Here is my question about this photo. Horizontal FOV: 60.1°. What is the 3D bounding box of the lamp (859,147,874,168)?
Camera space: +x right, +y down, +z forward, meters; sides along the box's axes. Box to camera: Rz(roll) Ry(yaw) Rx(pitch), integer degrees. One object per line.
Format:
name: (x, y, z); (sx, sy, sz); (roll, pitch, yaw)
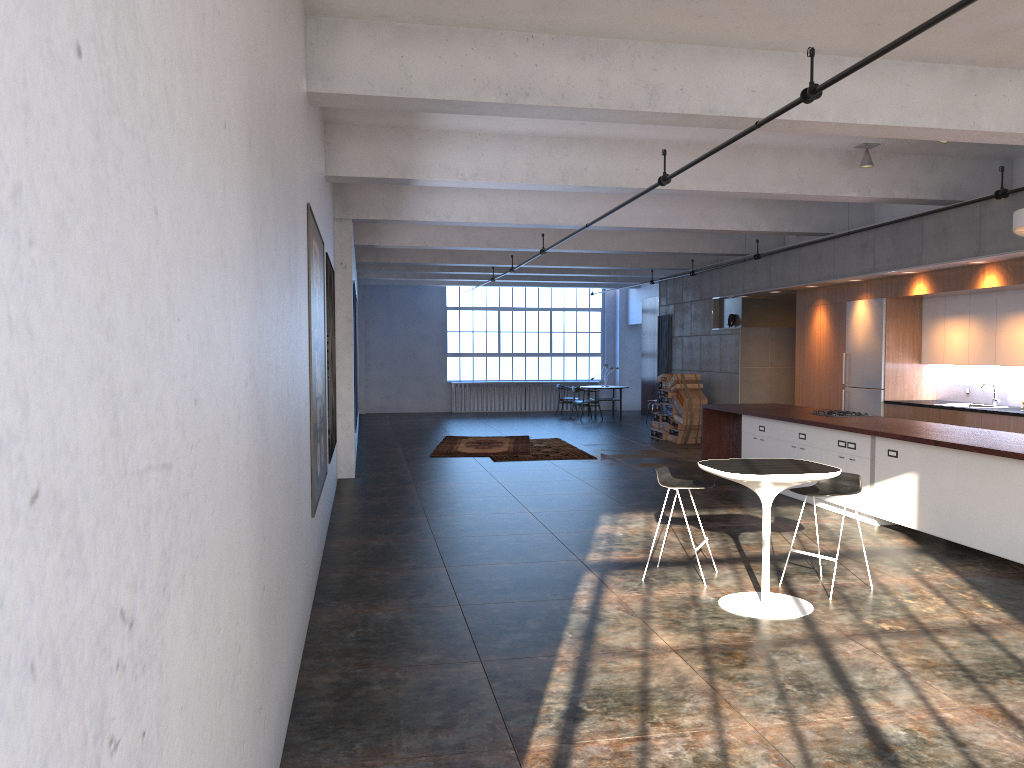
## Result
lamp: (3.897, -2.496, 9.726); (0.153, 0.216, 0.158); (1, 3, 27)

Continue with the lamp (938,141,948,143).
lamp: (4.041, -2.386, 8.251); (0.225, 0.287, 0.129); (-2, 3, -27)

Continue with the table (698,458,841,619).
table: (1.707, 1.023, 5.945); (0.835, 0.953, 0.821); (-1, 3, -11)

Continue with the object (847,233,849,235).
object: (5.900, 0.224, 9.939); (0.052, 0.053, 0.062); (0, 3, -4)

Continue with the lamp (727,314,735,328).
lamp: (3.993, -1.140, 16.050); (0.215, 0.259, 0.168); (-2, 3, -29)

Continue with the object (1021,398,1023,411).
object: (6.405, 0.504, 16.504); (0.949, 1.216, 13.172); (0, 2, 1)

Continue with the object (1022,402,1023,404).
object: (5.163, -0.899, 10.925); (0.054, 2.231, 2.363); (-2, 4, -34)

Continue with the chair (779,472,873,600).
chair: (2.271, 1.096, 6.393); (0.515, 0.896, 0.454); (-2, 4, -34)

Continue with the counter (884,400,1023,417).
counter: (6.239, 0.318, 10.081); (1.620, 0.039, 4.420); (0, 2, -10)

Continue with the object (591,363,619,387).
object: (2.477, -0.246, 23.604); (0.779, 0.625, 0.237); (0, 3, -9)

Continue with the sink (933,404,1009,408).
sink: (5.626, 0.360, 10.878); (0.527, 0.192, 0.723); (0, 2, -10)

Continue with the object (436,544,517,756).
object: (4.267, 1.400, 12.749); (19.901, 0.001, 26.958); (0, 2, -10)

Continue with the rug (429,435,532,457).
rug: (-0.505, 1.104, 16.190); (1.878, 0.048, 3.515); (0, 2, -1)

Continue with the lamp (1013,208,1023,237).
lamp: (4.465, -1.261, 6.799); (1.057, 0.130, 1.027); (1, 3, 36)

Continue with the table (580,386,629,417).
table: (2.472, 0.495, 23.660); (1.284, 0.852, 1.334); (2, 3, 33)

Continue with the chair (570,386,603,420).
chair: (1.890, 0.484, 22.568); (0.683, 0.865, 0.716); (-1, 3, -24)

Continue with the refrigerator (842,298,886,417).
refrigerator: (5.042, -0.091, 12.570); (0.222, 2.193, 0.946); (-1, 3, -12)

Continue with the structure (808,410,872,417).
structure: (3.878, 0.363, 10.488); (0.516, 0.072, 0.634); (0, 2, -10)

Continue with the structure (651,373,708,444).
structure: (3.191, 0.438, 17.194); (0.643, 1.316, 1.896); (-1, 3, -10)

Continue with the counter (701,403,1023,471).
counter: (3.823, 0.886, 9.560); (1.151, 0.972, 6.596); (0, 2, -10)

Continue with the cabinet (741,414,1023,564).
cabinet: (3.913, 0.938, 8.962); (0.929, 0.931, 5.598); (-1, 2, -10)

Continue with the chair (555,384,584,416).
chair: (1.552, 0.435, 23.920); (0.665, 0.865, 0.735); (1, 3, 16)

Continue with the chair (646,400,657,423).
chair: (3.590, 0.465, 21.298); (0.661, 0.989, 0.423); (-1, 3, -11)

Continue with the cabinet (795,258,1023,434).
cabinet: (6.492, -0.128, 10.863); (2.398, 2.565, 8.033); (-1, 2, -10)
